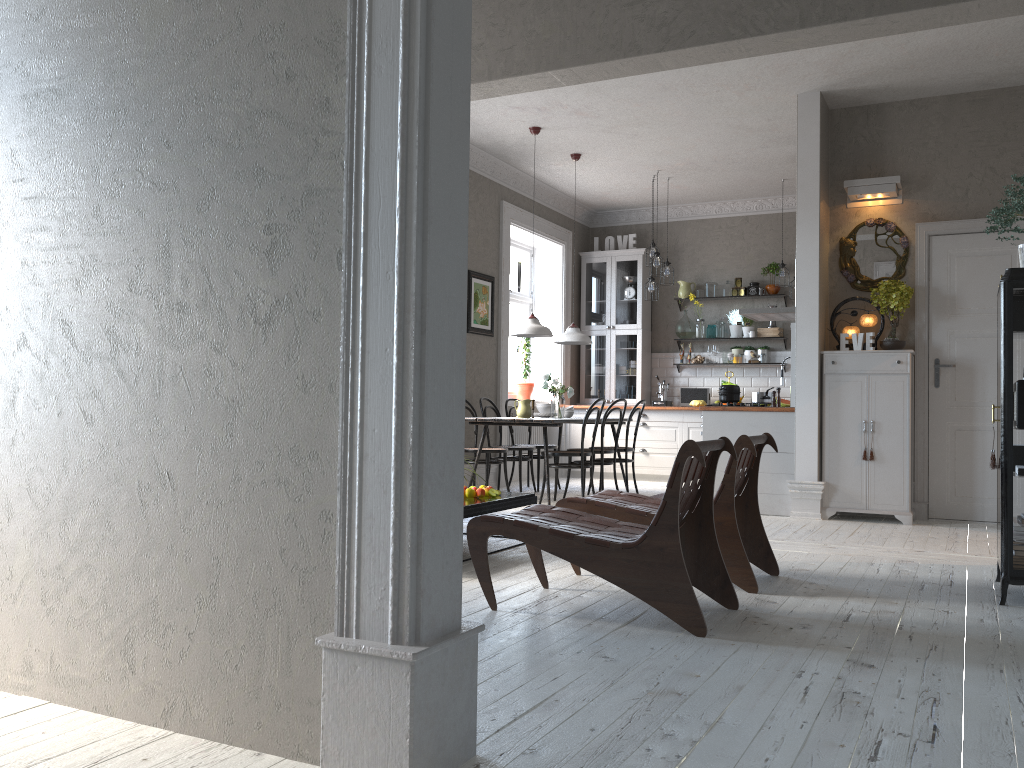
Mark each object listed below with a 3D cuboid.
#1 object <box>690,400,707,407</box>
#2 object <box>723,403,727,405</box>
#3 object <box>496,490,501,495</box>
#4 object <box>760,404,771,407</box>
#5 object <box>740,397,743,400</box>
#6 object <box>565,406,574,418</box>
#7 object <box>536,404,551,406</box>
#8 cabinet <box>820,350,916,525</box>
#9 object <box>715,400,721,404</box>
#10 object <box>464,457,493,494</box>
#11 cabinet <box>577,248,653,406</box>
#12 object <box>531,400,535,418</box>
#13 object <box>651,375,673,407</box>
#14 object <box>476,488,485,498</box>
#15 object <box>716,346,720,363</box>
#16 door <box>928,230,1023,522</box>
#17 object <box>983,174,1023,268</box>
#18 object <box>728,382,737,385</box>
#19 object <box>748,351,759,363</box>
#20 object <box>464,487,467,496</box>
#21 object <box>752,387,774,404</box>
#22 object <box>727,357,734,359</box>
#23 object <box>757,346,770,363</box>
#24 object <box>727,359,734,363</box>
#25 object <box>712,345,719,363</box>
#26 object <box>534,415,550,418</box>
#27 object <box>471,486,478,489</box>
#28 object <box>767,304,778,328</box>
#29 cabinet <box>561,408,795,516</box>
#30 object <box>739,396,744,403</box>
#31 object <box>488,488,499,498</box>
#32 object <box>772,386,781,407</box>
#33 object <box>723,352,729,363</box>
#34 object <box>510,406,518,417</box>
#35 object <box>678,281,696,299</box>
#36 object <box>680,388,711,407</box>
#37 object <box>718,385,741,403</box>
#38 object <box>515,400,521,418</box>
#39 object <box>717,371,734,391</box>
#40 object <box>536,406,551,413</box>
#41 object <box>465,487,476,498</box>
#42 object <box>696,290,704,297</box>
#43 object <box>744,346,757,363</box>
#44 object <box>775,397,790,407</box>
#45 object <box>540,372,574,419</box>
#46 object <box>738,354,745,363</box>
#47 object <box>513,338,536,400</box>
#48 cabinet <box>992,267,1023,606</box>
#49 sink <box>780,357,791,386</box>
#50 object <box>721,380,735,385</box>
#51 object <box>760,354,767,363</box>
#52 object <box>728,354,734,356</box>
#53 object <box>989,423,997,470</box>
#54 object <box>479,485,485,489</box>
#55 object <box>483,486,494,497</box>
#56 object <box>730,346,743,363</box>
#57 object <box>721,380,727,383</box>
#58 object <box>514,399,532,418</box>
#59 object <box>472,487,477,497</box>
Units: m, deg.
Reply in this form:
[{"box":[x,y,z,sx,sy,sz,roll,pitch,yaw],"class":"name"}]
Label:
[{"box":[2.153,0.226,10.238,0.193,0.083,0.192,0,-2,27],"class":"object"},{"box":[2.465,0.198,10.135,0.113,0.110,0.111,1,-2,-6],"class":"object"},{"box":[-0.099,0.652,5.321,0.068,0.037,0.046,2,-2,-37],"class":"object"},{"box":[2.808,0.185,9.916,0.222,0.174,0.231,2,-2,-42],"class":"object"},{"box":[2.610,0.163,10.232,0.125,0.056,0.060,0,-2,18],"class":"object"},{"box":[0.533,0.266,8.485,0.122,0.119,0.130,0,-2,42],"class":"object"},{"box":[0.322,0.237,8.540,0.177,0.094,0.182,0,-2,18],"class":"object"},{"box":[2.741,0.399,6.820,0.655,1.297,0.390,0,-2,26],"class":"cabinet"},{"box":[2.422,0.226,10.317,0.154,0.072,0.075,2,-2,-34],"class":"object"},{"box":[-0.436,0.456,5.014,0.716,0.420,0.677,-1,-2,45],"class":"object"},{"box":[1.286,-0.663,10.943,0.865,1.921,0.394,0,-2,26],"class":"cabinet"},{"box":[0.190,0.224,7.955,0.058,0.167,0.060,0,-2,40],"class":"object"},{"box":[1.779,0.086,10.555,0.202,0.370,0.359,0,-2,27],"class":"object"},{"box":[-0.183,0.637,5.179,0.057,0.058,0.056,2,-2,-39],"class":"object"},{"box":[2.438,-0.348,10.537,0.081,0.217,0.082,1,-2,13],"class":"object"},{"box":[3.560,-0.057,6.697,0.739,2.183,0.081,0,-2,25],"class":"door"},{"box":[2.413,-0.752,4.075,0.405,0.506,0.406,-1,-2,43],"class":"object"},{"box":[2.573,0.019,10.277,0.090,0.096,0.177,2,-2,-43],"class":"object"},{"box":[2.816,-0.312,10.291,0.119,0.147,0.100,1,-2,-6],"class":"object"},{"box":[-0.285,0.638,5.256,0.057,0.056,0.061,1,-2,13],"class":"object"},{"box":[2.158,0.098,7.473,0.178,0.134,0.298,2,-2,-28],"class":"object"},{"box":[2.559,-0.285,10.363,0.076,0.051,0.078,0,-2,19],"class":"object"},{"box":[2.942,-0.341,10.340,0.156,0.213,0.155,0,-2,24],"class":"object"},{"box":[2.558,-0.268,10.362,0.076,0.051,0.078,0,-2,19],"class":"object"},{"box":[2.399,-0.351,10.455,0.081,0.217,0.082,1,-2,13],"class":"object"},{"box":[0.321,0.311,8.538,0.232,0.027,0.242,-1,-2,45],"class":"object"},{"box":[-0.232,0.639,5.302,0.062,0.058,0.060,1,-2,-19],"class":"object"},{"box":[3.020,-0.787,10.262,0.129,0.287,0.132,1,-2,12],"class":"object"},{"box":[2.070,0.663,9.033,2.012,0.854,4.144,1,-2,-17],"class":"cabinet"},{"box":[2.631,0.170,10.213,0.128,0.120,0.060,2,-2,-40],"class":"object"},{"box":[-0.112,0.641,5.197,0.057,0.053,0.061,0,-2,33],"class":"object"},{"box":[2.129,0.103,7.135,0.071,0.167,0.036,0,-2,26],"class":"object"},{"box":[2.519,-0.311,10.432,0.079,0.139,0.079,1,-2,-1],"class":"object"},{"box":[0.060,0.261,8.410,0.138,0.112,0.140,1,-2,9],"class":"object"},{"box":[2.093,-1.130,10.661,0.187,0.216,0.177,0,-2,40],"class":"object"},{"box":[2.163,0.161,10.465,0.345,0.226,0.089,0,-2,26],"class":"object"},{"box":[1.813,0.083,7.383,0.189,0.147,0.194,1,-2,6],"class":"object"},{"box":[0.078,0.224,8.131,0.095,0.172,0.096,1,-2,8],"class":"object"},{"box":[2.515,0.064,10.256,0.349,0.425,0.355,1,-2,12],"class":"object"},{"box":[0.321,0.257,8.540,0.177,0.094,0.182,0,-2,18],"class":"object"},{"box":[-0.244,0.633,5.182,0.063,0.063,0.060,2,-2,-32],"class":"object"},{"box":[2.260,-1.075,10.643,0.101,0.111,0.105,0,-2,26],"class":"object"},{"box":[2.792,-0.343,10.404,0.150,0.214,0.170,2,-2,-34],"class":"object"},{"box":[3.013,0.207,9.759,0.223,0.127,0.149,1,-2,9],"class":"object"},{"box":[0.412,0.104,7.988,0.307,0.414,0.255,0,-2,25],"class":"object"},{"box":[2.687,-0.295,10.363,0.077,0.108,0.079,0,-2,20],"class":"object"},{"box":[0.151,-0.216,10.337,0.265,0.813,0.254,2,-2,-36],"class":"object"},{"box":[2.398,0.237,4.056,0.342,1.471,0.628,0,-2,27],"class":"cabinet"},{"box":[2.375,0.105,8.001,0.519,0.720,0.494,0,-2,27],"class":"sink"},{"box":[2.516,0.007,10.228,0.207,0.101,0.068,0,-2,33],"class":"object"},{"box":[2.904,-0.295,10.228,0.077,0.108,0.079,0,-2,20],"class":"object"},{"box":[2.559,-0.328,10.364,0.076,0.051,0.078,1,-2,12],"class":"object"},{"box":[2.367,0.306,4.357,0.041,0.234,0.044,1,-2,-17],"class":"object"},{"box":[-0.173,0.639,5.324,0.059,0.062,0.064,1,-2,8],"class":"object"},{"box":[-0.142,0.636,5.255,0.076,0.064,0.073,2,-2,-33],"class":"object"},{"box":[2.651,-0.348,10.463,0.156,0.217,0.156,1,-2,6],"class":"object"},{"box":[2.460,-0.015,10.261,0.072,0.058,0.051,1,-2,3],"class":"object"},{"box":[0.103,0.219,7.904,0.151,0.170,0.134,1,-2,-12],"class":"object"},{"box":[-0.219,0.638,5.242,0.056,0.058,0.059,0,-2,17],"class":"object"}]
